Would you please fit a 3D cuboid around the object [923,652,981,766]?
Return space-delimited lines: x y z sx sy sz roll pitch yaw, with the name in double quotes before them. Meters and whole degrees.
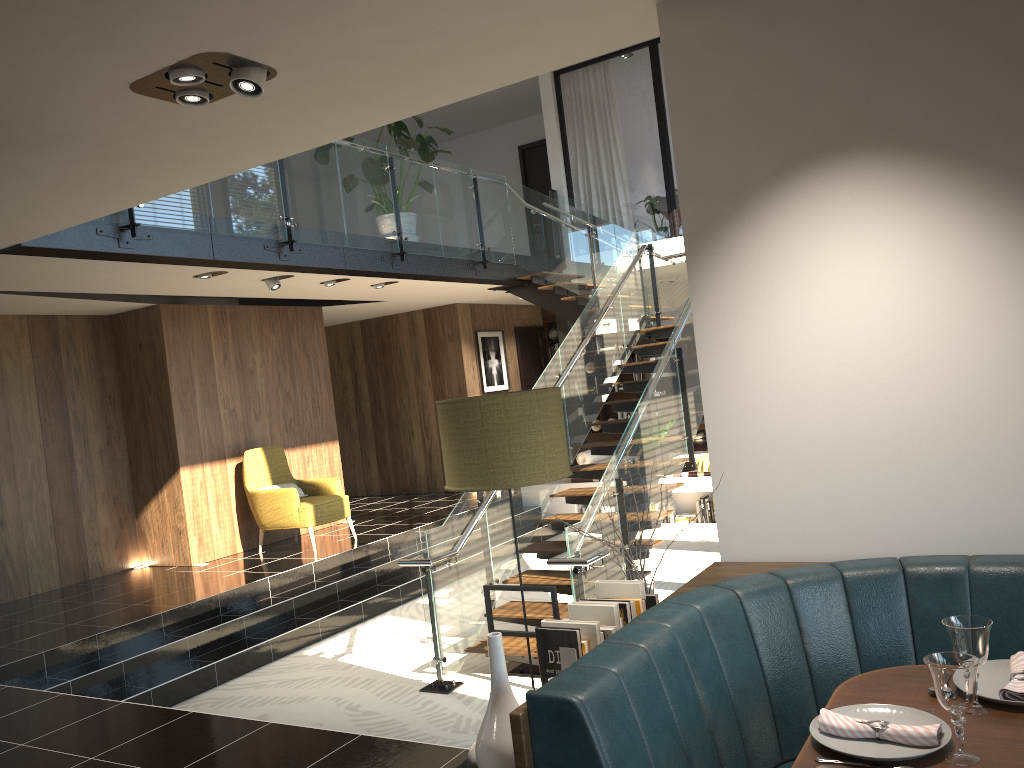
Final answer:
"object" 0.848 0.620 1.690 0.098 0.192 0.098 -6 1 29

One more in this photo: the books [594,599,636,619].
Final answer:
"books" 0.314 0.802 2.729 0.160 0.276 0.030 -6 1 31

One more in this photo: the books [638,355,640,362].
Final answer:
"books" 2.030 -0.361 13.976 0.018 0.246 0.144 -6 1 31

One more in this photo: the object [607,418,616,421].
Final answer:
"object" 1.612 0.655 14.308 0.212 0.222 0.082 -7 1 31

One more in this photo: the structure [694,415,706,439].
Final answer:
"structure" 4.901 0.402 16.407 6.280 0.982 0.885 -7 0 31

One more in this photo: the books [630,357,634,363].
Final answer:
"books" 1.935 -0.324 14.046 0.060 0.196 0.119 -6 1 31

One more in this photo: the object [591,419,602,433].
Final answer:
"object" 1.380 0.682 14.454 0.212 0.222 0.082 -7 1 31

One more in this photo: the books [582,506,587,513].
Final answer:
"books" 0.966 1.712 11.488 0.027 0.241 0.149 -6 1 31

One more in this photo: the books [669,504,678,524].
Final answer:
"books" 2.001 1.601 10.943 0.030 0.218 0.185 -6 1 31

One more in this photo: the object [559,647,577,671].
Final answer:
"object" 0.160 0.828 2.345 0.047 0.262 0.020 -6 1 31

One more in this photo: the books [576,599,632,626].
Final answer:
"books" 0.286 0.794 2.643 0.170 0.298 0.032 -6 1 31

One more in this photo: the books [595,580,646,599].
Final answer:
"books" 0.354 0.779 2.805 0.160 0.312 0.035 -6 1 31

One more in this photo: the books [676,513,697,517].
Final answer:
"books" 2.153 1.606 10.873 0.249 0.026 0.148 -7 0 29

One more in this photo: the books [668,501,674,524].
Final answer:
"books" 1.977 1.584 10.956 0.020 0.257 0.154 -6 1 31

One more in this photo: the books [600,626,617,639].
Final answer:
"books" 0.221 0.824 2.553 0.195 0.255 0.034 -6 1 31

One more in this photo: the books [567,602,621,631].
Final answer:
"books" 0.252 0.795 2.598 0.155 0.306 0.032 -6 1 31

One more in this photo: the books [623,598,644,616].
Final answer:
"books" 0.350 0.798 2.739 0.150 0.274 0.025 -6 1 31

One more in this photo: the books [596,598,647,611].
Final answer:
"books" 0.349 0.805 2.772 0.173 0.262 0.030 -6 1 31

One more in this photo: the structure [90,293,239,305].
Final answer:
"structure" -5.821 0.655 8.900 1.965 3.018 6.657 -6 0 31

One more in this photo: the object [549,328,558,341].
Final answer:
"object" 0.705 -0.825 14.723 0.212 0.222 0.082 -7 1 31

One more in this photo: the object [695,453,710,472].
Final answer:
"object" 2.651 1.081 10.960 0.466 0.510 1.165 -7 0 31

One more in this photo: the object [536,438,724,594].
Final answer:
"object" 0.366 0.567 2.944 0.607 0.744 0.406 -7 1 -9

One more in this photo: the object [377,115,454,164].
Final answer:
"object" -1.245 -2.190 9.537 1.465 1.554 1.259 -7 1 19

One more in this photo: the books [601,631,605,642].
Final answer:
"books" 0.208 0.828 2.525 0.142 0.250 0.029 -6 1 31

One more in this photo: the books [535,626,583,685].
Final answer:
"books" 0.138 0.808 2.381 0.131 0.307 0.022 -6 1 31

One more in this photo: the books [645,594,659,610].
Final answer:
"books" 0.402 0.798 2.813 0.156 0.263 0.025 -6 1 31

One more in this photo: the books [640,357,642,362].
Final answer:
"books" 2.059 -0.339 13.933 0.026 0.196 0.169 -6 1 31

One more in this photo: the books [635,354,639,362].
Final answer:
"books" 2.002 -0.374 13.965 0.016 0.278 0.201 -6 1 31

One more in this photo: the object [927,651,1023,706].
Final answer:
"object" 1.116 0.659 1.986 0.325 0.051 0.269 -7 0 35

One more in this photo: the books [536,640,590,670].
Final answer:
"books" 0.155 0.835 2.463 0.162 0.250 0.028 -6 1 31

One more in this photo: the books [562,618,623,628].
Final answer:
"books" 0.253 0.820 2.632 0.202 0.255 0.025 -6 1 31

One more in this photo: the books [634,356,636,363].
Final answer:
"books" 1.976 -0.335 13.987 0.020 0.209 0.147 -6 1 31

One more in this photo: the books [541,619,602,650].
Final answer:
"books" 0.177 0.810 2.478 0.178 0.294 0.024 -6 1 31

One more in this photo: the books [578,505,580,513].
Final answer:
"books" 0.914 1.703 11.549 0.025 0.270 0.156 -6 1 31

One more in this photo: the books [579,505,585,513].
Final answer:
"books" 0.926 1.694 11.523 0.024 0.286 0.130 -6 1 31

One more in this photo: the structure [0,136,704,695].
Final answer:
"structure" -0.039 -0.013 8.039 3.449 4.869 7.273 -6 0 30

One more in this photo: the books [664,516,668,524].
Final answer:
"books" 1.921 1.577 11.000 0.031 0.284 0.176 -6 1 31

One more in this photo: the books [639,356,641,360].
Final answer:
"books" 2.046 -0.339 13.959 0.023 0.200 0.120 -6 1 31

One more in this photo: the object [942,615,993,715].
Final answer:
"object" 0.985 0.603 1.900 0.098 0.192 0.098 -6 1 29

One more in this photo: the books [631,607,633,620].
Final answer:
"books" 0.304 0.801 2.670 0.141 0.280 0.031 -6 1 31

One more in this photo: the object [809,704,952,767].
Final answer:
"object" 0.739 0.704 1.797 0.269 0.051 0.324 -7 0 35

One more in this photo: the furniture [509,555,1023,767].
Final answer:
"furniture" 1.496 0.890 1.776 2.611 0.822 1.364 -7 0 31

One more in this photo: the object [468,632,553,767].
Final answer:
"object" 0.017 0.785 2.176 0.319 0.398 0.316 -7 1 7

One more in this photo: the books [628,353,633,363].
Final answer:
"books" 1.885 -0.352 14.043 0.016 0.262 0.155 -6 1 31

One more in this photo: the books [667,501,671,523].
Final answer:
"books" 1.963 1.588 10.995 0.045 0.252 0.142 -6 1 31

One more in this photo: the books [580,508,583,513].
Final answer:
"books" 0.943 1.720 11.498 0.024 0.229 0.171 -6 1 31

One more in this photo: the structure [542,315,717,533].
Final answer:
"structure" 1.893 0.160 11.321 3.784 3.245 1.148 -7 1 31
